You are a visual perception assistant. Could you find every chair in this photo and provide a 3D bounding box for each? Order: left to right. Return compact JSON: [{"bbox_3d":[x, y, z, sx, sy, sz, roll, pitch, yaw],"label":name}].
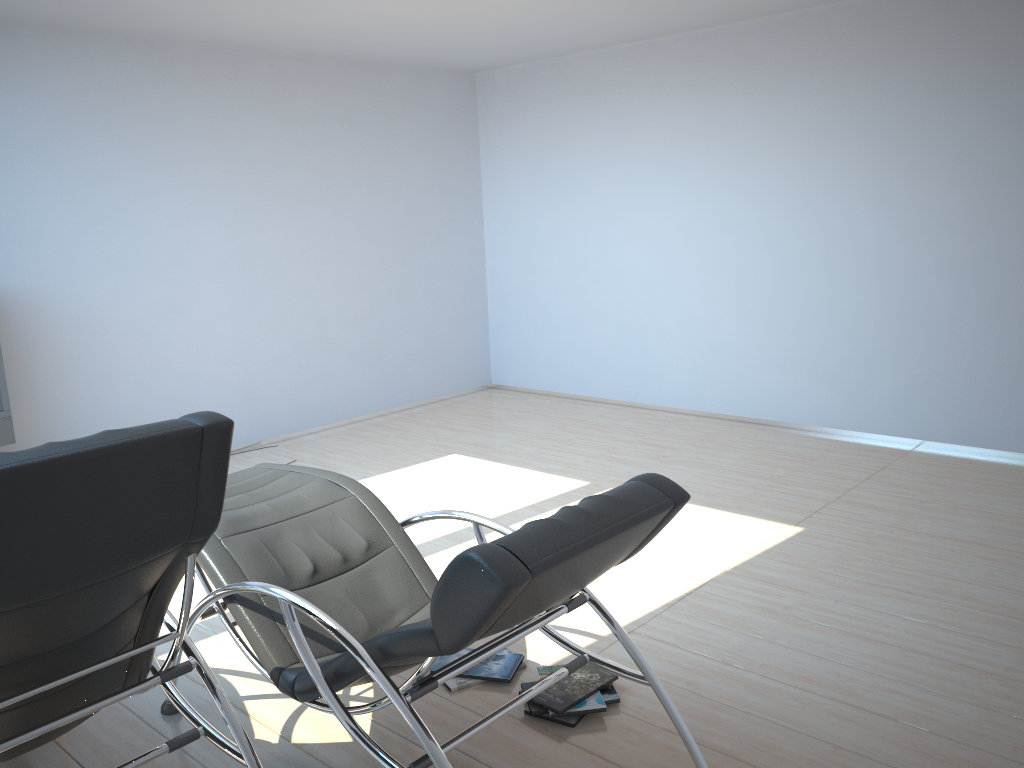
[{"bbox_3d":[-1.488,0.660,2.466,1.938,1.251,0.836,7,15,42],"label":"chair"},{"bbox_3d":[-0.450,0.689,2.857,2.114,0.953,0.836,7,15,42],"label":"chair"}]

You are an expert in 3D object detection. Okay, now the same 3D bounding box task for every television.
[{"bbox_3d":[-3.507,0.257,4.516,0.400,1.446,1.686,6,14,37],"label":"television"}]

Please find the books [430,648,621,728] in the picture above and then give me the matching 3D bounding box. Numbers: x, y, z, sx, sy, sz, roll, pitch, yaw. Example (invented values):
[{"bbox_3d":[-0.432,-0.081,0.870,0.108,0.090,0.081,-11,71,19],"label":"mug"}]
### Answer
[{"bbox_3d":[-1.931,0.950,3.785,4.790,0.222,1.045,-1,11,10],"label":"books"}]
